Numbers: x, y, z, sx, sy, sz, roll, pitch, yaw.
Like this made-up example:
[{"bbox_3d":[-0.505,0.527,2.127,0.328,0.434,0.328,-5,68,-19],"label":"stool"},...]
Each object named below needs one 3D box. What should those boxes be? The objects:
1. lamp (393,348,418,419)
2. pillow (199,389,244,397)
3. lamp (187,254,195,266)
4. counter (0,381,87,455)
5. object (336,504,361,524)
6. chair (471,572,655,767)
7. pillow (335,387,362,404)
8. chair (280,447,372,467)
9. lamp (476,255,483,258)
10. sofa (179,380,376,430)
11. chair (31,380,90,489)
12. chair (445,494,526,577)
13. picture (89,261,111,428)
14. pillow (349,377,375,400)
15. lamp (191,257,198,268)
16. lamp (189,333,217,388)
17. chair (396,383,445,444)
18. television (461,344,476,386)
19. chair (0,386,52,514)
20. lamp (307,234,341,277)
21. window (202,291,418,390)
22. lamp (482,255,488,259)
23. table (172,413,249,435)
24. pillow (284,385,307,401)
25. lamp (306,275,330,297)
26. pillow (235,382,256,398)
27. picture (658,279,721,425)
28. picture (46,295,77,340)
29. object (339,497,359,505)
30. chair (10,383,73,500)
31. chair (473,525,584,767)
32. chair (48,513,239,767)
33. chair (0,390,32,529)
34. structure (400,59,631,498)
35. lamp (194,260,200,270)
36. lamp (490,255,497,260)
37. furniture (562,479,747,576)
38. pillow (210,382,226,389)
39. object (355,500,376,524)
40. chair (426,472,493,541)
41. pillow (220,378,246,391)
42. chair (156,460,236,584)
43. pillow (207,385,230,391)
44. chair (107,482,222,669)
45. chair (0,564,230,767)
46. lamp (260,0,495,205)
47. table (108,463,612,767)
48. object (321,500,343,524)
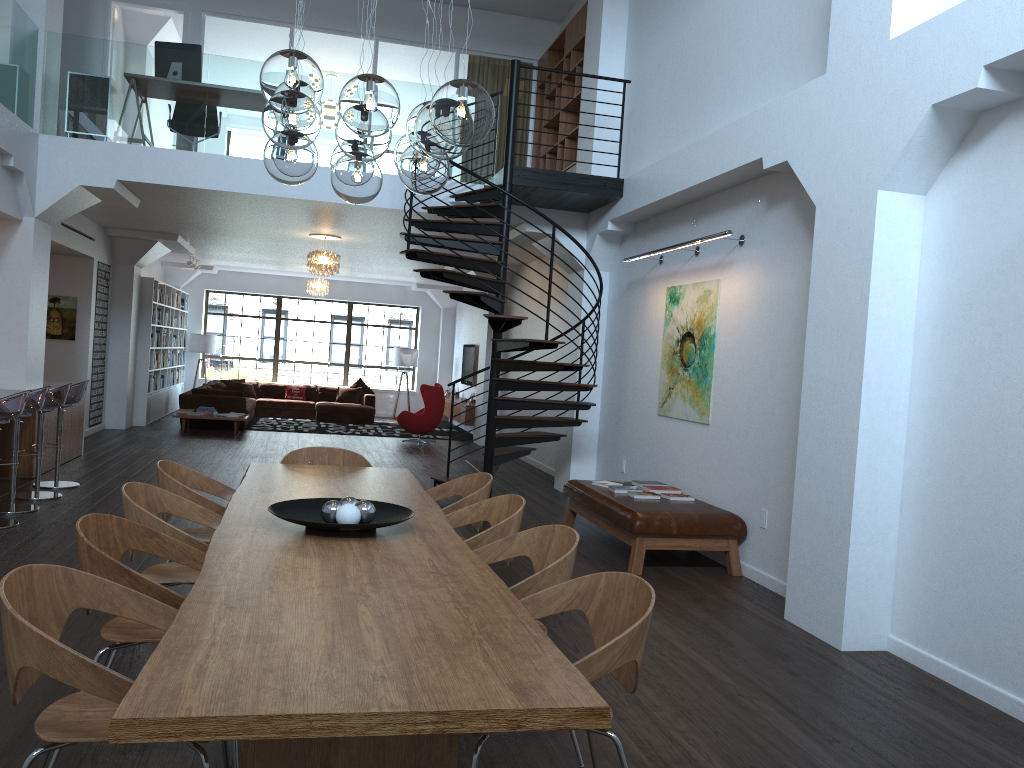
[{"bbox_3d":[-2.414,-0.005,19.802,0.545,1.579,0.545,4,2,-2],"label":"lamp"},{"bbox_3d":[-4.914,0.265,15.031,0.750,0.364,0.289,4,2,-14],"label":"pillow"},{"bbox_3d":[-5.840,-2.249,16.086,0.111,0.211,0.120,5,2,21],"label":"lamp"},{"bbox_3d":[-3.757,0.609,6.889,3.039,0.860,8.182,3,2,-43],"label":"counter"},{"bbox_3d":[-0.657,0.531,3.560,0.100,0.100,0.100,5,2,32],"label":"object"},{"bbox_3d":[0.100,0.999,2.673,0.618,0.833,0.629,4,2,-13],"label":"chair"},{"bbox_3d":[-3.453,0.231,18.700,0.542,0.362,0.248,4,2,8],"label":"pillow"},{"bbox_3d":[-1.163,0.837,5.525,0.629,0.833,0.618,3,2,-18],"label":"chair"},{"bbox_3d":[-0.477,-1.801,13.073,0.111,0.211,0.120,5,2,21],"label":"lamp"},{"bbox_3d":[-4.279,0.401,16.986,3.481,0.664,4.197,4,2,-13],"label":"sofa"},{"bbox_3d":[-4.279,0.453,8.382,0.481,1.014,0.530,4,2,-11],"label":"chair"},{"bbox_3d":[-0.258,0.935,4.173,0.618,0.833,0.629,4,2,-12],"label":"chair"},{"bbox_3d":[-6.035,-0.575,12.999,0.021,2.380,0.800,4,2,-13],"label":"picture"},{"bbox_3d":[-3.285,0.154,18.905,0.651,0.587,0.335,3,2,-34],"label":"pillow"},{"bbox_3d":[-5.955,-2.270,16.578,0.111,0.211,0.120,5,2,36],"label":"lamp"},{"bbox_3d":[-6.627,-0.270,18.911,0.545,1.579,0.545,3,2,-24],"label":"lamp"},{"bbox_3d":[-1.541,0.471,15.028,0.801,1.006,0.798,4,2,12],"label":"chair"},{"bbox_3d":[-0.882,-0.388,17.790,0.013,0.816,1.324,4,2,-14],"label":"television"},{"bbox_3d":[-4.007,0.505,7.145,0.481,1.014,0.530,4,2,-15],"label":"chair"},{"bbox_3d":[-2.568,-1.747,12.113,0.441,0.539,0.442,5,2,29],"label":"lamp"},{"bbox_3d":[-4.491,-0.941,20.009,4.648,1.905,0.114,4,2,-13],"label":"window"},{"bbox_3d":[-0.362,-1.780,12.581,0.111,0.211,0.120,5,2,36],"label":"lamp"},{"bbox_3d":[-4.828,0.634,14.260,1.100,0.271,0.853,4,2,-13],"label":"table"},{"bbox_3d":[-4.534,0.195,18.568,0.465,0.308,0.220,3,2,-17],"label":"pillow"},{"bbox_3d":[-3.721,-1.957,17.037,0.441,0.539,0.442,5,2,29],"label":"lamp"},{"bbox_3d":[-5.482,0.124,18.198,0.489,0.337,0.238,2,2,-44],"label":"pillow"},{"bbox_3d":[1.542,-0.287,7.810,0.010,1.200,1.095,4,2,-13],"label":"picture"},{"bbox_3d":[-6.272,-0.918,12.260,0.450,0.600,0.030,4,2,-13],"label":"picture"},{"bbox_3d":[-0.684,0.522,3.718,0.100,0.100,0.100,5,2,32],"label":"object"},{"bbox_3d":[-4.136,0.479,7.768,0.481,1.014,0.530,4,2,-15],"label":"chair"},{"bbox_3d":[-0.065,0.968,3.435,0.618,0.833,0.629,4,2,-13],"label":"chair"},{"bbox_3d":[-1.244,0.895,3.149,0.618,0.833,0.629,4,2,-13],"label":"chair"},{"bbox_3d":[-3.836,0.533,6.536,0.481,1.014,0.530,4,2,-11],"label":"chair"},{"bbox_3d":[-0.110,-0.937,8.590,1.998,4.352,1.998,5,2,37],"label":"structure"},{"bbox_3d":[-6.073,-2.292,17.083,0.120,0.211,0.111,3,2,-39],"label":"lamp"},{"bbox_3d":[-0.245,-1.758,12.076,0.120,0.211,0.111,3,2,-39],"label":"lamp"},{"bbox_3d":[1.095,1.134,7.326,0.907,0.453,1.819,4,2,-13],"label":"furniture"},{"bbox_3d":[-5.440,0.166,16.645,0.325,0.391,0.625,4,2,3],"label":"pillow"},{"bbox_3d":[-0.609,0.529,3.649,0.100,0.100,0.100,5,2,32],"label":"object"},{"bbox_3d":[-0.426,0.902,4.922,0.617,0.830,0.629,4,2,-13],"label":"chair"},{"bbox_3d":[-5.689,0.090,18.247,0.580,0.418,0.334,3,2,-40],"label":"pillow"},{"bbox_3d":[-1.579,0.831,4.656,0.618,0.833,0.629,4,2,-15],"label":"chair"},{"bbox_3d":[-5.009,0.210,15.280,0.559,0.411,0.269,5,2,33],"label":"pillow"},{"bbox_3d":[-1.418,0.863,3.893,0.618,0.833,0.629,4,2,-13],"label":"chair"},{"bbox_3d":[-1.069,0.926,2.403,0.618,0.833,0.629,4,2,-13],"label":"chair"},{"bbox_3d":[-0.607,-1.898,3.885,0.849,2.140,1.787,4,2,-14],"label":"lamp"},{"bbox_3d":[-0.726,0.958,3.653,1.012,0.750,3.803,4,2,-13],"label":"table"},{"bbox_3d":[-0.732,0.527,3.631,0.100,0.100,0.100,5,2,32],"label":"object"}]
